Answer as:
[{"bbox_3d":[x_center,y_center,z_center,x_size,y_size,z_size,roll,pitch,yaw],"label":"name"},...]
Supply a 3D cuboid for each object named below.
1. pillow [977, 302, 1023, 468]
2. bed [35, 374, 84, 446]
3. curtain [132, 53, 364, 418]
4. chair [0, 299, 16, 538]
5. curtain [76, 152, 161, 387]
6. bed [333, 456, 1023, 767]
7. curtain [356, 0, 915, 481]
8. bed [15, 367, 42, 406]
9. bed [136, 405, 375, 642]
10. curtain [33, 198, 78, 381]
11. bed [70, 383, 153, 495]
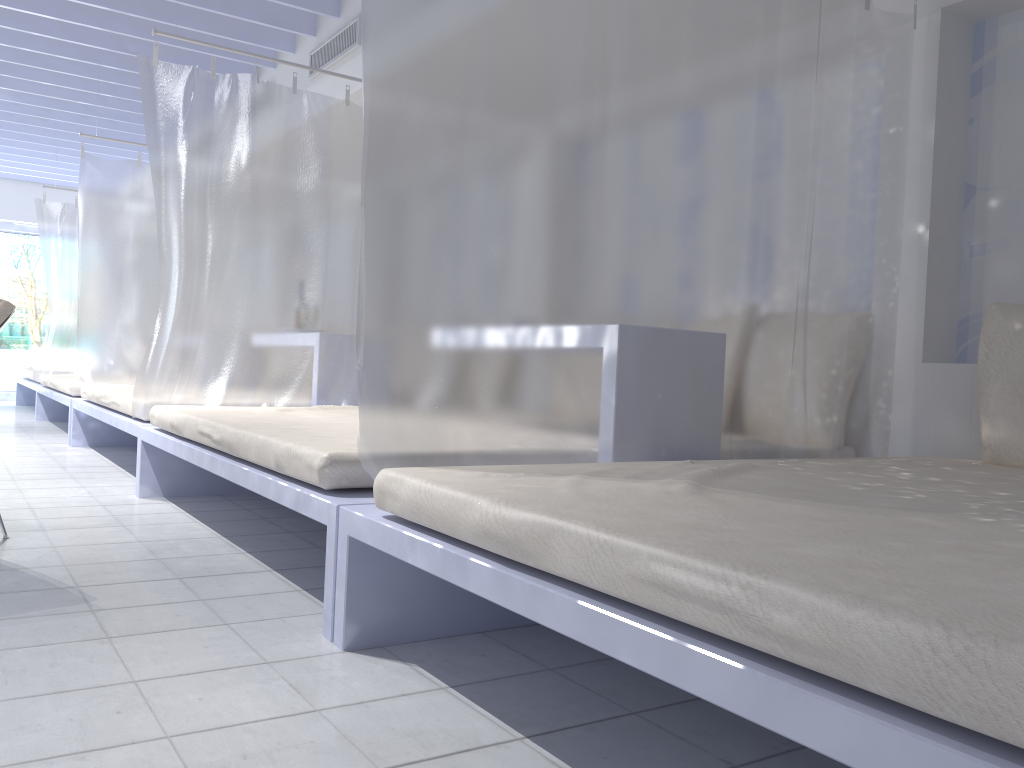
[{"bbox_3d":[1.588,0.004,2.533,0.231,0.510,0.572,2,1,-34],"label":"pillow"},{"bbox_3d":[-2.564,0.170,7.088,2.016,0.427,2.200,2,1,-33],"label":"bed"},{"bbox_3d":[-0.753,-0.597,4.282,2.050,1.552,0.151,2,1,-33],"label":"curtain"},{"bbox_3d":[-1.912,0.099,2.639,0.753,0.759,0.906,2,1,-29],"label":"chair"},{"bbox_3d":[-1.924,-0.659,6.143,1.998,1.559,0.125,2,1,-35],"label":"curtain"},{"bbox_3d":[1.063,0.423,1.547,2.016,0.427,2.200,2,1,-33],"label":"bed"},{"bbox_3d":[0.495,-0.490,2.448,1.998,1.559,0.125,2,1,-35],"label":"curtain"},{"bbox_3d":[-3.760,0.088,8.945,2.022,0.422,2.200,2,1,-33],"label":"bed"},{"bbox_3d":[-0.147,0.339,3.396,2.016,0.427,2.200,2,1,-33],"label":"bed"},{"bbox_3d":[-3.171,-0.766,7.975,2.050,1.552,0.151,2,1,-33],"label":"curtain"},{"bbox_3d":[-1.344,0.257,5.252,2.022,0.422,2.200,2,1,-33],"label":"bed"}]
